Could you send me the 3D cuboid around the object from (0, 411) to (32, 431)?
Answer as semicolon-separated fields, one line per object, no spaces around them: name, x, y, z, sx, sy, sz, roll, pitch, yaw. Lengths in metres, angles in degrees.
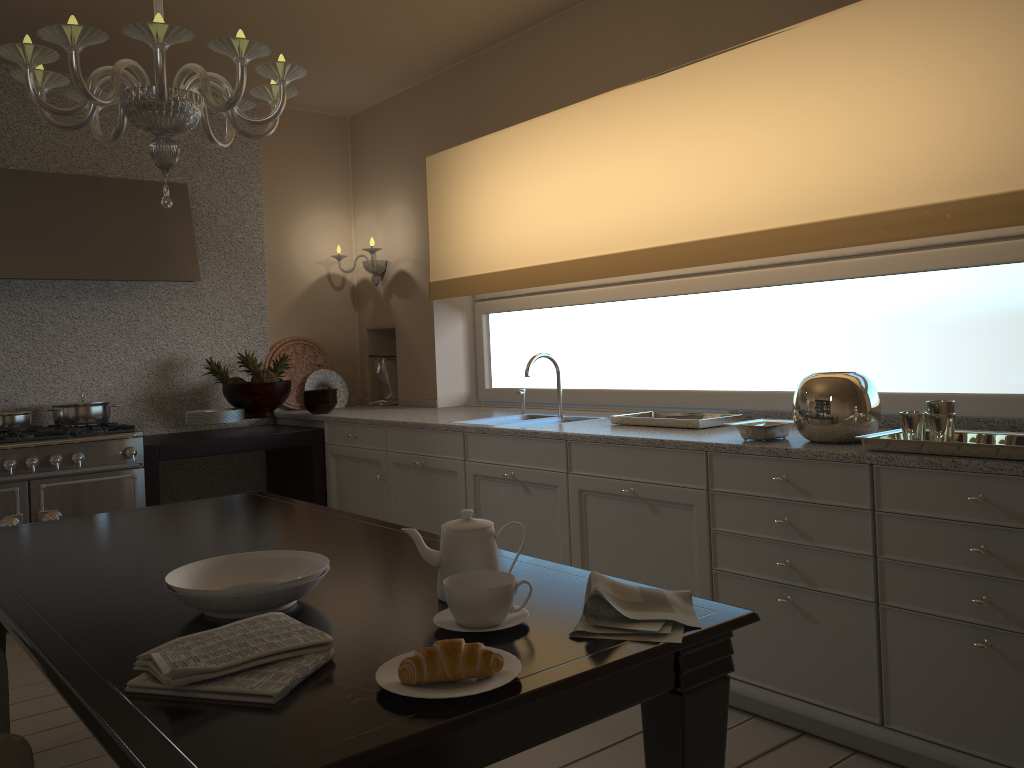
object;-2.383;0.167;4.044;0.370;0.090;0.198;-2;2;3

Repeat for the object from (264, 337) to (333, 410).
object;-1.246;-0.064;5.196;0.431;0.430;0.064;-3;1;-39

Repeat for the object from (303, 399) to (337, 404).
object;-1.023;0.118;4.729;0.180;0.063;0.180;-1;2;29

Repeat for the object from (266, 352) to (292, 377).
object;-1.296;-0.031;4.793;0.138;0.284;0.276;-2;1;36

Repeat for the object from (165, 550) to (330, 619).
object;-0.470;0.364;1.589;0.282;0.066;0.281;-4;3;-44

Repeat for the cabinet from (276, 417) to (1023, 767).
cabinet;0.235;0.549;3.690;0.847;0.771;4.220;-3;2;-39

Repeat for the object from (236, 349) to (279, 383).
object;-1.338;-0.056;4.635;0.269;0.278;0.161;-2;1;33

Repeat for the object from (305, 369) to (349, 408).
object;-1.094;0.047;5.222;0.282;0.273;0.093;-3;1;-37

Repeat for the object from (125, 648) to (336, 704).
object;-0.387;0.399;1.236;0.231;0.026;0.165;-2;2;16

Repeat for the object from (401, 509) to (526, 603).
object;-0.082;0.303;1.582;0.198;0.156;0.118;-3;1;-32

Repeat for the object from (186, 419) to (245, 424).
object;-1.468;0.189;4.387;0.278;0.011;0.278;-1;3;39

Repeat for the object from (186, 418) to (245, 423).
object;-1.469;0.183;4.388;0.278;0.011;0.278;-1;3;39

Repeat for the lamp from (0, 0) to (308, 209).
lamp;-0.856;-0.986;2.139;0.675;1.127;0.701;-3;1;-20

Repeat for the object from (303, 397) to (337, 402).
object;-1.023;0.104;4.729;0.180;0.063;0.180;-1;2;29

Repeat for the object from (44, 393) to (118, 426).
object;-2.058;0.118;4.240;0.265;0.146;0.266;-2;2;9

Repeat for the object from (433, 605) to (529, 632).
object;-0.049;0.379;1.422;0.154;0.012;0.154;-2;2;12

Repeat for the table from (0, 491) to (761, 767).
table;-0.566;0.715;1.916;0.919;0.653;1.990;-4;2;-39

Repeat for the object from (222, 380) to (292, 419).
object;-1.340;0.083;4.675;0.351;0.188;0.351;-1;2;35

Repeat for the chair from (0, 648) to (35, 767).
chair;-1.005;0.731;1.341;0.562;0.801;0.563;-3;1;-32

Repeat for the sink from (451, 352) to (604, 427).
sink;0.059;0.111;3.735;0.459;0.481;0.538;-3;2;-39

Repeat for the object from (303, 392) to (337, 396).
object;-1.024;0.077;4.729;0.180;0.064;0.180;-4;2;-31

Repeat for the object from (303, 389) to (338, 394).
object;-1.023;0.063;4.731;0.180;0.065;0.180;-4;2;-31

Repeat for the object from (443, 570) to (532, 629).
object;-0.048;0.348;1.425;0.116;0.069;0.125;-1;2;45

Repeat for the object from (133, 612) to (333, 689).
object;-0.399;0.384;1.270;0.233;0.051;0.164;-4;3;-39

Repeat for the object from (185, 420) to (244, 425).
object;-1.469;0.191;4.388;0.278;0.011;0.278;-1;3;39

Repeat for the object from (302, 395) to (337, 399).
object;-1.025;0.089;4.728;0.180;0.066;0.180;-1;3;44

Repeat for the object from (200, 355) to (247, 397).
object;-1.500;-0.017;4.656;0.278;0.284;0.138;-2;0;7

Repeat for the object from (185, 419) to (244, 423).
object;-1.469;0.186;4.388;0.278;0.011;0.278;-1;3;39

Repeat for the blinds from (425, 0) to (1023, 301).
blinds;0.646;-0.838;3.438;0.022;0.782;3.547;-2;2;-39

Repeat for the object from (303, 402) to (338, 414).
object;-1.022;0.131;4.729;0.180;0.063;0.180;-1;2;29

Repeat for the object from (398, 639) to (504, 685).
object;-0.082;0.365;1.174;0.138;0.051;0.062;-3;1;-20

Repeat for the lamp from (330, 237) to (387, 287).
lamp;-0.845;-0.697;5.169;0.264;0.266;0.479;-3;2;-40

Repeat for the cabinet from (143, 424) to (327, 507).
cabinet;-1.491;0.614;4.522;0.897;0.724;0.600;-4;1;-39
